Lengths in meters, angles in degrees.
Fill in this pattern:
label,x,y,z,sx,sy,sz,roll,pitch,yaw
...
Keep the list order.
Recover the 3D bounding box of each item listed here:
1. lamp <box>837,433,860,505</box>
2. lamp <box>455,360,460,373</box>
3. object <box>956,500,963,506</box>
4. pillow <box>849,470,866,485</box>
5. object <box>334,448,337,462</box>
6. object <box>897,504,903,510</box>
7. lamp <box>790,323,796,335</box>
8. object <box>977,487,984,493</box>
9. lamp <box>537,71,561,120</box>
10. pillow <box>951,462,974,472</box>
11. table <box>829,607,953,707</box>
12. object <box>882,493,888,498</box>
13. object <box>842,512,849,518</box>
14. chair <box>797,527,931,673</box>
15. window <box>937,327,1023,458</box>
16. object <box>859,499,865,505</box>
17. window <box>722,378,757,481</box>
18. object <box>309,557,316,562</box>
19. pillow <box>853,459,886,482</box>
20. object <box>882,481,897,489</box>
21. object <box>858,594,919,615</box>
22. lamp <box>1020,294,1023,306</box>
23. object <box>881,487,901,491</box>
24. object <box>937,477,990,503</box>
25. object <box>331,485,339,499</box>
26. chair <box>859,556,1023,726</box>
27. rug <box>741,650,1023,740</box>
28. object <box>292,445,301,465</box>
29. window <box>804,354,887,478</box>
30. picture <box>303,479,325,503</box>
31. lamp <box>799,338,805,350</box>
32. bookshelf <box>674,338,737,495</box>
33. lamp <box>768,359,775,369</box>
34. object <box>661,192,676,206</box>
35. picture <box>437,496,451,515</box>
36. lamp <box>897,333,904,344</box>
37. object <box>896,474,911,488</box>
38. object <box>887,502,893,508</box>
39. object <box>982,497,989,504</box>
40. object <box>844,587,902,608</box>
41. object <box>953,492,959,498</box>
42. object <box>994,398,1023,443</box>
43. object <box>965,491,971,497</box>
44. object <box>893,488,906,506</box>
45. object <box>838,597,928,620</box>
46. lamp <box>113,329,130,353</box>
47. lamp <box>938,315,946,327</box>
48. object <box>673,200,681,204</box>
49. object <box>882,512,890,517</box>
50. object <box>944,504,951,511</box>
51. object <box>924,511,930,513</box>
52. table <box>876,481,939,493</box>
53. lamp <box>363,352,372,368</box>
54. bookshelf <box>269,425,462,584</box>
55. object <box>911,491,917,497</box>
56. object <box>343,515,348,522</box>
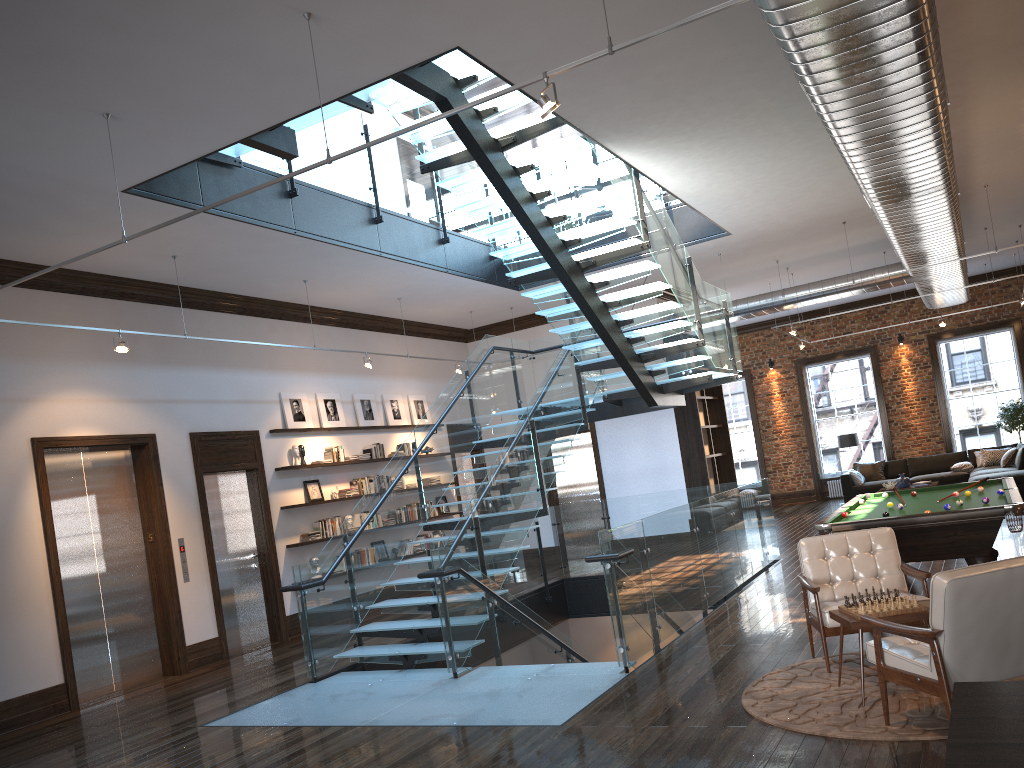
label,x,y,z,sx,sy,sz,roll,pitch,yaw
lamp,7.016,1.794,18.556,0.417,1.462,0.692,-8,-2,-33
lamp,-0.851,-0.262,13.851,0.113,0.229,0.114,-8,-2,-16
object,3.816,1.014,7.557,0.057,0.057,0.057,-7,-4,-23
pillow,7.098,1.921,18.192,0.245,0.304,0.572,-10,-5,28
object,-2.533,1.003,12.414,0.155,0.206,0.010,-10,-2,28
object,3.509,1.111,8.020,0.057,0.057,0.057,-9,-4,-2
lamp,4.912,-0.959,15.540,0.113,0.229,0.115,-7,-3,-41
object,4.494,1.012,8.505,0.057,0.057,0.057,-8,-4,-17
lamp,0.181,-1.431,4.401,0.114,0.229,0.114,-9,-2,17
pillow,8.836,1.641,17.416,0.411,0.203,0.610,-11,-6,25
table,2.233,1.593,5.280,0.517,0.493,0.464,-9,-3,3
object,4.011,1.195,9.528,0.058,0.057,0.057,-11,-4,29
object,3.020,1.187,8.035,0.057,0.057,0.057,-8,-4,-15
chair,2.412,1.465,6.072,0.769,0.863,0.743,-9,-3,8
window,10.318,0.262,19.387,1.529,2.745,0.154,-10,-2,28
object,3.595,1.214,9.107,0.057,0.057,0.057,-10,-4,26
window,5.339,1.309,22.082,1.529,2.745,0.154,-10,-2,28
object,-2.637,2.447,11.800,0.165,0.281,0.171,-9,-3,-4
pillow,7.420,1.823,18.454,0.705,0.438,0.304,-11,-4,28
object,6.992,1.869,16.360,0.217,0.159,0.221,-7,-5,-20
object,2.185,1.265,5.162,0.334,0.100,0.076,-9,-3,3
lamp,9.465,-1.559,16.411,0.113,0.229,0.114,-8,-2,-23
object,6.989,1.940,16.353,0.200,0.018,0.269,-4,-8,-38
object,4.457,1.034,8.737,0.028,0.072,1.599,-10,-6,43
object,-2.470,1.518,12.427,0.121,0.186,0.059,-7,-2,-26
chair,2.301,1.316,4.513,0.766,0.863,0.746,-8,-3,-12
rug,2.387,1.816,5.345,1.983,0.015,1.966,-12,-7,29
object,-2.877,0.955,11.815,0.097,0.287,0.099,-8,-2,-20
window,7.828,0.786,20.735,1.529,2.745,0.154,-10,-2,28
picture,-2.695,1.455,12.069,0.078,0.299,0.299,-9,-4,28
lamp,5.983,-0.827,18.295,0.113,0.229,0.115,-8,-2,-21
bookshelf,3.342,0.967,15.286,0.403,3.506,1.777,-9,-2,28
lamp,6.159,-0.481,21.092,0.127,0.236,0.154,-10,-3,28
object,2.432,-2.793,13.143,0.544,0.767,0.517,-11,-4,38
picture,-1.153,2.025,14.817,0.078,0.299,0.299,-9,-4,28
lamp,8.653,-1.005,19.742,0.127,0.236,0.154,-10,-3,28
object,7.233,1.792,16.414,0.214,0.250,0.217,-7,-4,-29
object,3.553,1.137,8.331,0.057,0.057,0.057,-7,-4,-25
object,3.979,0.978,7.450,0.056,0.057,0.058,-6,-5,-40
object,2.199,1.291,5.420,0.334,0.100,0.076,-9,-3,3
object,4.190,1.044,8.368,0.057,0.057,0.057,-8,-4,-7
object,10.602,1.220,18.552,0.818,1.859,0.797,-10,-2,36
object,4.252,1.024,8.269,0.057,0.057,0.057,-11,-4,28
object,3.938,1.143,9.017,0.028,0.072,1.606,-9,-6,19
object,2.201,1.339,5.290,0.388,0.028,0.390,-9,-6,3
lamp,-3.726,-0.403,8.445,0.114,0.229,0.113,-9,-2,7
lamp,8.736,-1.277,18.012,0.113,0.229,0.114,-9,-2,-3
object,3.577,-3.094,17.116,0.797,1.859,0.817,-8,-2,-19
object,3.165,1.108,7.507,0.057,0.057,0.057,-11,-4,32
object,3.619,1.024,7.367,0.057,0.057,0.057,-11,-4,33
object,3.320,1.039,7.081,0.057,0.057,0.058,-5,-5,-44
table,7.367,2.076,16.439,1.007,0.344,0.999,-12,-6,28
lamp,-1.931,-0.315,11.819,0.113,0.229,0.114,-8,-2,-18
bookshelf,-1.963,1.644,13.265,0.201,2.048,4.069,-9,-5,27
object,4.144,1.135,9.148,0.057,0.057,0.057,-8,-4,-14
object,-2.312,1.940,12.551,0.149,0.187,0.127,-12,-4,43
